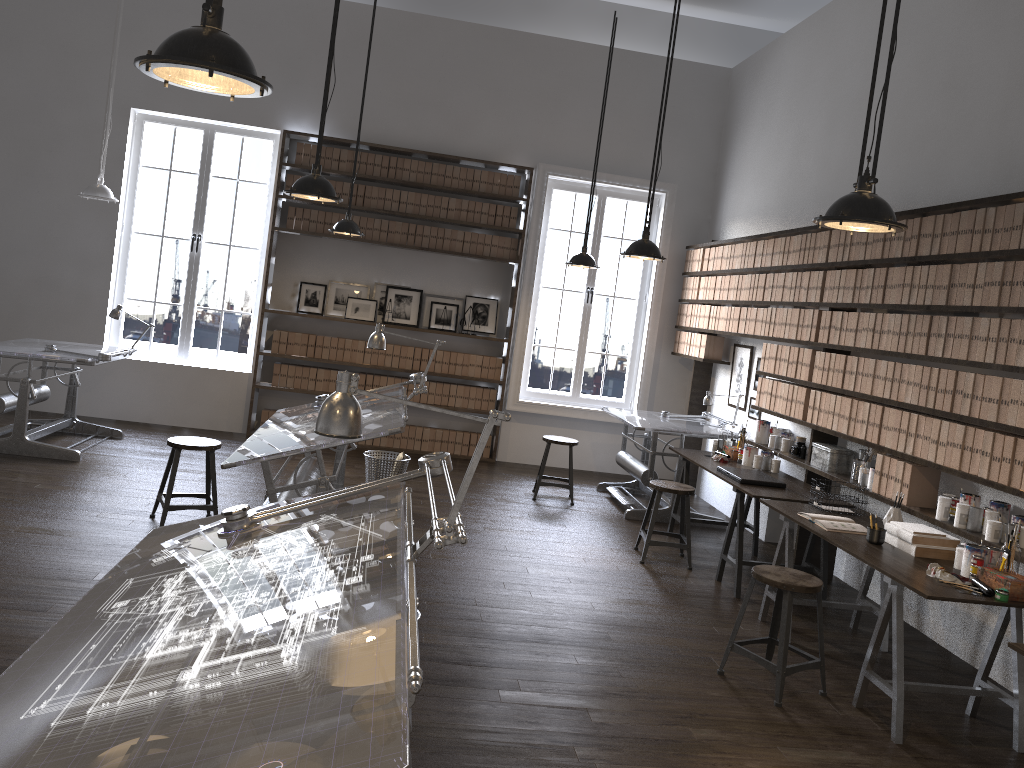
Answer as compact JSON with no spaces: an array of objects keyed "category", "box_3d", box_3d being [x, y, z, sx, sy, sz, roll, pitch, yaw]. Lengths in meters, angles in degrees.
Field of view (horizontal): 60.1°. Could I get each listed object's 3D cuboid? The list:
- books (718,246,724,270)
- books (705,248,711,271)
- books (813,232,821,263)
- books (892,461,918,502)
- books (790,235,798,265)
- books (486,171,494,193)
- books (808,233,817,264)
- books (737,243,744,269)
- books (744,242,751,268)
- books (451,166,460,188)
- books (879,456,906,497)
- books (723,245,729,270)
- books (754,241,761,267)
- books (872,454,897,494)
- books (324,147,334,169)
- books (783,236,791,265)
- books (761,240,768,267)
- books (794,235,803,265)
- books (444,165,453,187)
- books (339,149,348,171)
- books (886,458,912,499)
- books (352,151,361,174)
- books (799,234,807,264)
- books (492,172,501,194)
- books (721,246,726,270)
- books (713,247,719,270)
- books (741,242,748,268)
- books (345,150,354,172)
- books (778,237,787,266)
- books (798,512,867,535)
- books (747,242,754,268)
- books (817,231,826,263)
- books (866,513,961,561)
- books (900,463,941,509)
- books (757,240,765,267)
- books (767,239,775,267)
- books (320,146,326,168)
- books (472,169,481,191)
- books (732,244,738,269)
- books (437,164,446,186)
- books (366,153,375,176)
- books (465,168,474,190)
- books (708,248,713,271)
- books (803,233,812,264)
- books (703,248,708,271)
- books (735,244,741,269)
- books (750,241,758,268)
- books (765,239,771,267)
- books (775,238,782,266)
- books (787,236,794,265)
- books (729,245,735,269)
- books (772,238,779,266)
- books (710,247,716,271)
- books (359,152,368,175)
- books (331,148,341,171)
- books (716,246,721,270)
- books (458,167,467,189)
[{"category":"books","box_3d":[1.989,-1.139,8.102,0.174,0.225,0.067,7,2,-7]},{"category":"books","box_3d":[1.946,-1.175,8.454,0.174,0.225,0.067,7,2,-8]},{"category":"books","box_3d":[2.229,-0.946,6.240,0.174,0.225,0.067,7,2,-8]},{"category":"books","box_3d":[2.218,0.548,4.907,0.174,0.225,0.067,7,2,-8]},{"category":"books","box_3d":[2.181,-0.982,6.589,0.174,0.225,0.067,7,2,-8]},{"category":"books","box_3d":[-0.234,-2.038,9.004,0.066,0.225,0.175,7,3,-8]},{"category":"books","box_3d":[2.218,-0.953,6.309,0.174,0.225,0.067,7,2,-8]},{"category":"books","box_3d":[2.049,-1.089,7.621,0.174,0.225,0.067,7,2,-7]},{"category":"books","box_3d":[2.070,-1.075,7.488,0.174,0.225,0.067,7,2,-7]},{"category":"books","box_3d":[-0.574,-2.078,8.958,0.066,0.225,0.175,7,3,-8]},{"category":"books","box_3d":[2.204,0.534,5.048,0.174,0.225,0.067,7,2,-7]},{"category":"books","box_3d":[2.008,-1.125,7.973,0.174,0.225,0.067,7,2,-8]},{"category":"books","box_3d":[2.099,-1.053,7.275,0.174,0.225,0.067,7,2,-8]},{"category":"books","box_3d":[2.190,0.527,5.114,0.174,0.225,0.067,7,2,-8]},{"category":"books","box_3d":[-1.815,-2.228,8.796,0.066,0.225,0.175,7,3,-8]},{"category":"books","box_3d":[2.166,-0.996,6.727,0.174,0.225,0.067,7,2,-7]},{"category":"books","box_3d":[2.116,-1.038,7.135,0.174,0.225,0.067,7,2,-7]},{"category":"books","box_3d":[2.187,-0.975,6.517,0.174,0.225,0.067,7,2,-8]},{"category":"books","box_3d":[-0.644,-2.086,8.945,0.066,0.225,0.175,7,3,-8]},{"category":"books","box_3d":[-1.675,-2.211,8.813,0.066,0.225,0.175,7,3,-8]},{"category":"books","box_3d":[2.213,0.541,4.978,0.174,0.225,0.067,7,2,-7]},{"category":"books","box_3d":[-1.547,-2.195,8.826,0.067,0.225,0.175,7,3,-8]},{"category":"books","box_3d":[2.196,-0.968,6.445,0.174,0.225,0.067,7,2,-7]},{"category":"books","box_3d":[-0.168,-2.029,9.008,0.067,0.225,0.175,7,3,-8]},{"category":"books","box_3d":[2.002,-1.131,8.036,0.174,0.225,0.067,7,2,-8]},{"category":"books","box_3d":[1.978,-1.152,8.239,0.174,0.225,0.067,7,2,-8]},{"category":"books","box_3d":[2.058,-1.082,7.550,0.174,0.225,0.067,7,2,-8]},{"category":"books","box_3d":[-1.613,-2.203,8.822,0.066,0.225,0.175,7,3,-8]},{"category":"books","box_3d":[2.153,-1.004,6.796,0.174,0.225,0.067,7,2,-8]},{"category":"books","box_3d":[1.716,0.735,4.715,0.256,0.029,0.356,7,5,-7]},{"category":"books","box_3d":[2.080,-1.068,7.423,0.174,0.225,0.067,7,2,-8]},{"category":"books","box_3d":[2.234,-0.939,6.170,0.174,0.225,0.067,7,2,-7]},{"category":"books","box_3d":[1.947,0.741,4.342,0.385,0.147,0.295,7,4,-8]},{"category":"books","box_3d":[2.231,0.556,4.837,0.174,0.225,0.067,7,2,-8]},{"category":"books","box_3d":[2.103,-1.046,7.204,0.174,0.225,0.067,7,2,-8]},{"category":"books","box_3d":[2.127,-1.025,6.997,0.174,0.225,0.067,7,2,-8]},{"category":"books","box_3d":[-1.884,-2.236,8.789,0.066,0.225,0.175,7,3,-8]},{"category":"books","box_3d":[-0.367,-2.053,8.983,0.067,0.225,0.175,7,3,-8]},{"category":"books","box_3d":[2.038,-1.103,7.763,0.174,0.225,0.067,7,2,-8]},{"category":"books","box_3d":[-0.715,-2.095,8.935,0.067,0.225,0.175,7,3,-8]},{"category":"books","box_3d":[-1.411,-2.179,8.850,0.066,0.225,0.175,7,3,-8]},{"category":"books","box_3d":[-0.436,-2.062,8.978,0.066,0.225,0.175,7,3,-8]},{"category":"books","box_3d":[1.961,-1.167,8.380,0.174,0.225,0.067,7,2,-7]},{"category":"books","box_3d":[2.208,-0.961,6.383,0.174,0.225,0.067,7,2,-8]},{"category":"books","box_3d":[1.942,-1.182,8.528,0.174,0.225,0.067,7,2,-7]},{"category":"books","box_3d":[2.043,-1.096,7.694,0.174,0.225,0.067,7,2,-7]},{"category":"books","box_3d":[2.084,-1.061,7.349,0.174,0.225,0.067,7,2,-7]},{"category":"books","box_3d":[2.125,-1.031,7.064,0.174,0.225,0.067,7,2,-7]},{"category":"books","box_3d":[2.146,-1.011,6.869,0.174,0.225,0.067,7,2,-7]},{"category":"books","box_3d":[2.177,-0.989,6.658,0.174,0.225,0.067,7,2,-7]},{"category":"books","box_3d":[2.028,-1.110,7.832,0.174,0.225,0.067,7,2,-8]},{"category":"books","box_3d":[2.140,-1.017,6.931,0.174,0.225,0.067,7,2,-7]},{"category":"books","box_3d":[1.965,-1.160,8.309,0.174,0.225,0.067,7,2,-7]},{"category":"books","box_3d":[-1.481,-2.188,8.841,0.066,0.225,0.175,7,3,-8]},{"category":"books","box_3d":[-1.746,-2.219,8.801,0.067,0.225,0.175,7,3,-8]},{"category":"books","box_3d":[1.986,-1.145,8.169,0.174,0.225,0.067,7,2,-8]},{"category":"books","box_3d":[-0.505,-2.070,8.970,0.066,0.225,0.175,7,3,-8]}]
